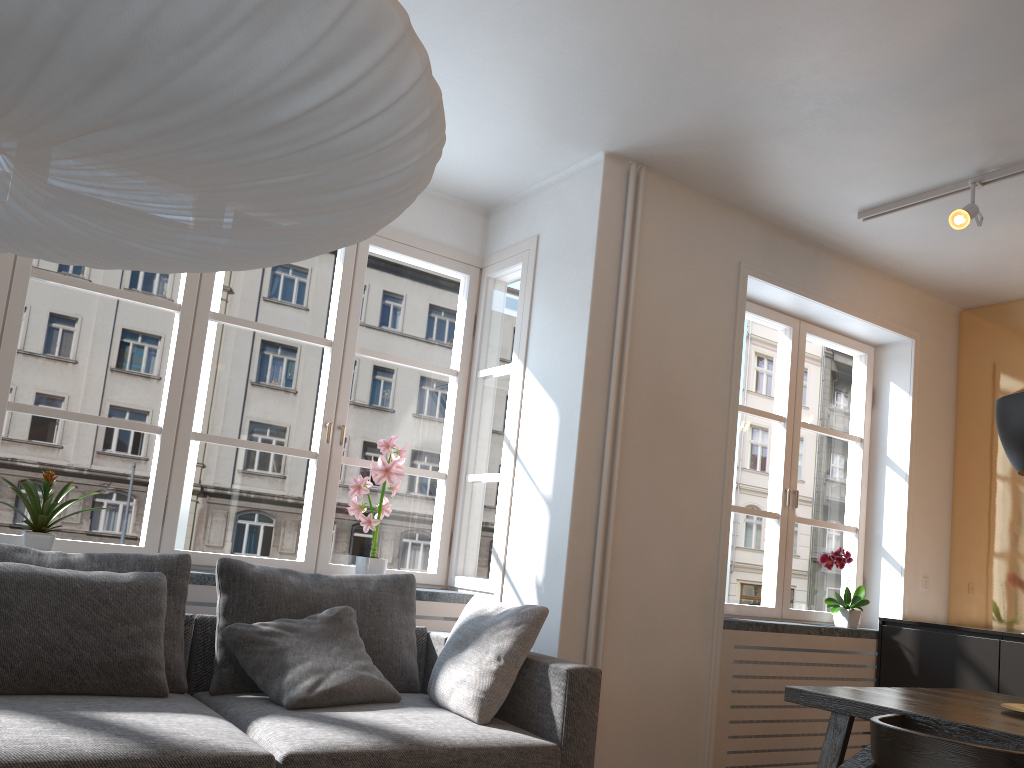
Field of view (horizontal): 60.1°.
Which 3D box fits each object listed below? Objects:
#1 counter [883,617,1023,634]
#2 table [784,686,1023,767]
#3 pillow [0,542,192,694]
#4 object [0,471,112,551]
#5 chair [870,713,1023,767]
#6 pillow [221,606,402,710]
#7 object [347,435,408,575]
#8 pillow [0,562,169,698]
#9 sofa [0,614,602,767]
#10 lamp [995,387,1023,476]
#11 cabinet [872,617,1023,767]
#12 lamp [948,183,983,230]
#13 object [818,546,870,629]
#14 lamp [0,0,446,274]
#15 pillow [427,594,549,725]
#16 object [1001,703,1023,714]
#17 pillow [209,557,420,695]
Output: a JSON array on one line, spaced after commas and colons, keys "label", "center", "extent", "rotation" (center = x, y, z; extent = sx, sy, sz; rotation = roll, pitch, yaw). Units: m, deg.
[{"label": "counter", "center": [3.700, 1.052, 2.890], "extent": [0.737, 0.002, 5.085], "rotation": [13, -14, -32]}, {"label": "table", "center": [1.965, 1.243, 1.986], "extent": [1.114, 0.672, 2.512], "rotation": [13, -13, -32]}, {"label": "pillow", "center": [-1.479, 0.757, 2.887], "extent": [0.845, 0.470, 0.278], "rotation": [13, -11, -33]}, {"label": "object", "center": [-1.714, 0.487, 3.290], "extent": [0.322, 0.325, 0.380], "rotation": [0, -11, 31]}, {"label": "chair", "center": [1.151, 1.202, 2.171], "extent": [0.523, 0.664, 0.595], "rotation": [12, -11, -34]}, {"label": "pillow", "center": [-0.692, 0.945, 3.105], "extent": [0.444, 0.318, 0.497], "rotation": [-2, -13, 38]}, {"label": "object", "center": [-0.624, 0.571, 4.039], "extent": [0.297, 0.683, 0.203], "rotation": [0, -10, 35]}, {"label": "pillow", "center": [-1.414, 0.764, 2.758], "extent": [0.671, 0.393, 0.293], "rotation": [13, -11, -33]}, {"label": "sofa", "center": [-0.979, 0.978, 2.150], "extent": [3.089, 0.664, 2.049], "rotation": [13, -13, -33]}, {"label": "lamp", "center": [1.738, 0.016, 2.750], "extent": [0.411, 0.535, 0.415], "rotation": [6, -9, 0]}, {"label": "cabinet", "center": [3.654, 1.490, 2.832], "extent": [0.737, 0.890, 5.088], "rotation": [12, -13, -32]}, {"label": "lamp", "center": [1.901, -0.732, 3.697], "extent": [0.085, 0.237, 0.253], "rotation": [-1, -12, 43]}, {"label": "object", "center": [1.799, 1.093, 4.768], "extent": [0.229, 0.432, 0.410], "rotation": [1, -11, 33]}, {"label": "lamp", "center": [-0.840, -0.409, 1.315], "extent": [1.470, 0.208, 1.488], "rotation": [5, -11, 3]}, {"label": "pillow", "center": [-0.132, 0.984, 3.217], "extent": [0.288, 0.410, 0.496], "rotation": [12, -11, -34]}, {"label": "object", "center": [1.649, 0.987, 2.618], "extent": [0.358, 0.016, 0.358], "rotation": [12, -13, -29]}, {"label": "pillow", "center": [-0.722, 0.938, 3.377], "extent": [0.842, 0.472, 0.276], "rotation": [13, -11, -33]}]
